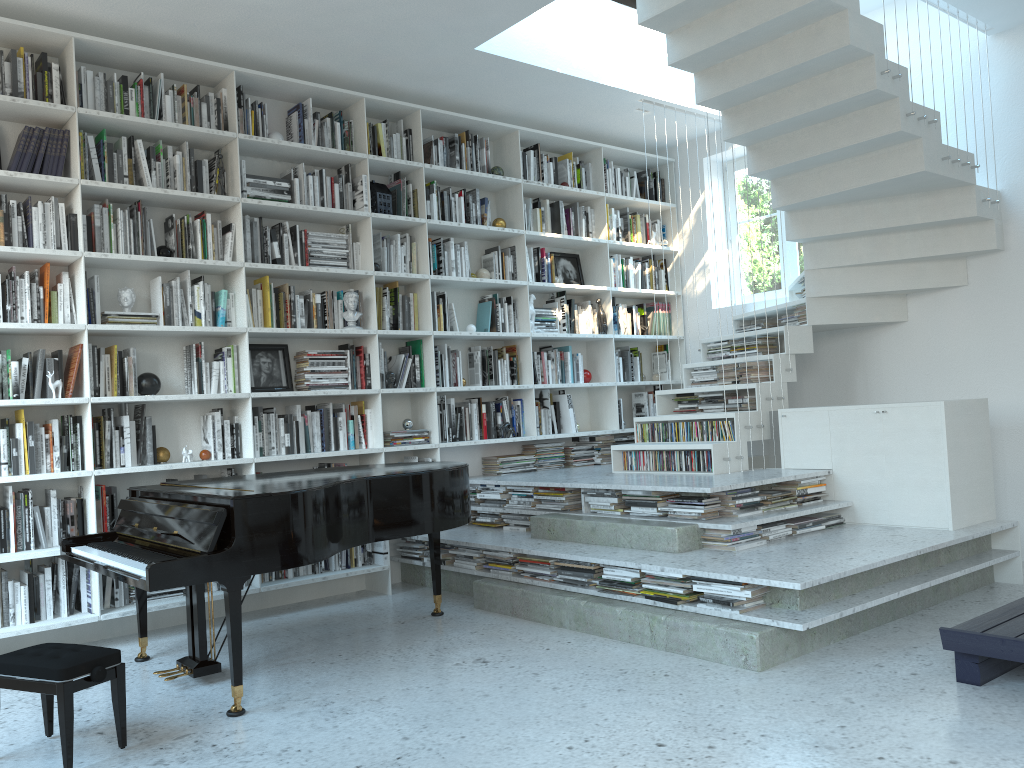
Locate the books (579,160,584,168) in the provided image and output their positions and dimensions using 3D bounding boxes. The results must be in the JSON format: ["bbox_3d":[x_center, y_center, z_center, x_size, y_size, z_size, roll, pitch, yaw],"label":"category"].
[{"bbox_3d":[0.517,-1.604,6.990,0.025,0.279,0.136,-2,-2,-39],"label":"books"}]

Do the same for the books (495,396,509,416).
[{"bbox_3d":[-0.065,0.239,6.379,0.013,0.294,0.134,-2,-2,-39],"label":"books"}]

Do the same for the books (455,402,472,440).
[{"bbox_3d":[-0.337,0.259,6.154,0.014,0.268,0.171,-2,-2,-39],"label":"books"}]

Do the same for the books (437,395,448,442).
[{"bbox_3d":[-0.496,0.239,6.002,0.010,0.316,0.187,-2,-2,-39],"label":"books"}]

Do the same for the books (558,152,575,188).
[{"bbox_3d":[0.421,-1.623,6.892,0.007,0.320,0.165,-2,-2,-39],"label":"books"}]

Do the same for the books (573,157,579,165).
[{"bbox_3d":[0.480,-1.613,6.955,0.020,0.299,0.131,-2,-2,-39],"label":"books"}]

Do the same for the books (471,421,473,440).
[{"bbox_3d":[-0.329,0.283,6.166,0.012,0.221,0.153,-2,-2,-39],"label":"books"}]

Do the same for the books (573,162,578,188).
[{"bbox_3d":[0.443,-1.588,6.906,0.031,0.248,0.164,-2,-2,-39],"label":"books"}]

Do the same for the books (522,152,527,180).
[{"bbox_3d":[0.041,-1.573,6.571,0.026,0.241,0.184,-2,-2,-39],"label":"books"}]

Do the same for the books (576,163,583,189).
[{"bbox_3d":[0.480,-1.582,6.927,0.018,0.235,0.186,-2,-2,-39],"label":"books"}]

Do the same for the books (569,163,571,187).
[{"bbox_3d":[0.390,-1.572,6.856,0.008,0.220,0.182,-2,-2,-39],"label":"books"}]

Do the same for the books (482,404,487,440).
[{"bbox_3d":[-0.245,0.268,6.214,0.031,0.244,0.184,-2,-2,-39],"label":"books"}]

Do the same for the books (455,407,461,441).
[{"bbox_3d":[-0.414,0.280,6.085,0.065,0.231,0.162,-2,-2,-39],"label":"books"}]

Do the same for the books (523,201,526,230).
[{"bbox_3d":[0.047,-1.212,6.570,0.012,0.254,0.161,-2,-2,-39],"label":"books"}]

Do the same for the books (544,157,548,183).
[{"bbox_3d":[0.202,-1.575,6.708,0.022,0.236,0.172,-2,-2,-39],"label":"books"}]

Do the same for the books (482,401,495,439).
[{"bbox_3d":[-0.192,0.258,6.264,0.026,0.262,0.173,-2,-2,-39],"label":"books"}]

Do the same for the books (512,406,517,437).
[{"bbox_3d":[-0.030,0.274,6.391,0.013,0.220,0.168,-2,-2,-39],"label":"books"}]

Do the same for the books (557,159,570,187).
[{"bbox_3d":[0.380,-1.590,6.846,0.019,0.256,0.169,-2,-2,-39],"label":"books"}]

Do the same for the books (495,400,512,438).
[{"bbox_3d":[-0.091,0.253,6.345,0.070,0.266,0.186,-2,-2,-39],"label":"books"}]

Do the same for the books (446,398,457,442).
[{"bbox_3d":[-0.451,0.248,6.037,0.030,0.294,0.188,-2,-2,-39],"label":"books"}]

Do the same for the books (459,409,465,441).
[{"bbox_3d":[-0.384,0.286,6.110,0.011,0.217,0.175,-2,-2,-39],"label":"books"}]

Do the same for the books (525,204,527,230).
[{"bbox_3d":[0.058,-1.204,6.576,0.013,0.236,0.142,-2,-2,-39],"label":"books"}]

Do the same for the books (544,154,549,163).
[{"bbox_3d":[0.236,-1.596,6.764,0.012,0.279,0.153,-2,-2,-39],"label":"books"}]

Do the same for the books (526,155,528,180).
[{"bbox_3d":[0.056,-1.568,6.593,0.024,0.231,0.168,-2,-2,-39],"label":"books"}]

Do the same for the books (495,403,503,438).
[{"bbox_3d":[-0.123,0.263,6.325,0.012,0.249,0.164,-2,-2,-39],"label":"books"}]

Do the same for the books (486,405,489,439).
[{"bbox_3d":[-0.219,0.269,6.262,0.021,0.242,0.131,-2,-2,-39],"label":"books"}]

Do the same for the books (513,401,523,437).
[{"bbox_3d":[0.012,0.254,6.428,0.026,0.258,0.157,-2,-2,-39],"label":"books"}]

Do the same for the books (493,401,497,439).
[{"bbox_3d":[-0.176,0.257,6.286,0.026,0.263,0.169,-2,-2,-39],"label":"books"}]

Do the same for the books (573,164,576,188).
[{"bbox_3d":[0.434,-1.576,6.889,0.007,0.226,0.170,-2,-2,-39],"label":"books"}]

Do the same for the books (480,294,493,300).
[{"bbox_3d":[-0.172,-0.489,6.357,0.016,0.290,0.135,-2,-2,-39],"label":"books"}]

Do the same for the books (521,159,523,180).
[{"bbox_3d":[0.008,-1.543,6.534,0.022,0.182,0.190,-2,-2,-39],"label":"books"}]

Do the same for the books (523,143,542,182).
[{"bbox_3d":[0.155,-1.622,6.666,0.014,0.332,0.180,-2,-2,-39],"label":"books"}]

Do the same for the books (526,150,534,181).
[{"bbox_3d":[0.103,-1.593,6.634,0.048,0.278,0.150,-2,-2,-39],"label":"books"}]

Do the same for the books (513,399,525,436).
[{"bbox_3d":[0.031,0.246,6.444,0.025,0.272,0.171,-2,-2,-39],"label":"books"}]

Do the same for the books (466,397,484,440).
[{"bbox_3d":[-0.262,0.244,6.199,0.012,0.293,0.175,-2,-2,-39],"label":"books"}]

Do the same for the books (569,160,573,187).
[{"bbox_3d":[0.401,-1.588,6.874,0.016,0.252,0.189,-2,-2,-39],"label":"books"}]

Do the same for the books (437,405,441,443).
[{"bbox_3d":[-0.533,0.272,5.994,0.012,0.254,0.161,-2,-2,-39],"label":"books"}]

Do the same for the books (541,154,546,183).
[{"bbox_3d":[0.189,-1.588,6.696,0.014,0.262,0.168,-2,-2,-39],"label":"books"}]

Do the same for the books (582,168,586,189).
[{"bbox_3d":[0.509,-1.570,6.958,0.029,0.210,0.169,-2,-2,-39],"label":"books"}]

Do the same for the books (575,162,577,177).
[{"bbox_3d":[0.452,-1.591,6.933,0.017,0.257,0.146,-2,-2,-39],"label":"books"}]

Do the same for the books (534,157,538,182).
[{"bbox_3d":[0.134,-1.570,6.659,0.030,0.231,0.148,-2,-2,-39],"label":"books"}]

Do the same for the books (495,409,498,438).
[{"bbox_3d":[-0.157,0.283,6.301,0.022,0.211,0.135,-2,-2,-39],"label":"books"}]

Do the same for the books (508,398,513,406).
[{"bbox_3d":[-0.038,0.245,6.419,0.012,0.282,0.143,-2,-2,-39],"label":"books"}]

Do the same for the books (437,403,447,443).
[{"bbox_3d":[-0.507,0.266,5.990,0.023,0.262,0.186,-2,-2,-39],"label":"books"}]

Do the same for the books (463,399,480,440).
[{"bbox_3d":[-0.285,0.250,6.208,0.012,0.285,0.159,-2,-2,-39],"label":"books"}]

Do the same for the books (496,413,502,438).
[{"bbox_3d":[-0.134,0.297,6.311,0.025,0.181,0.169,-2,-2,-39],"label":"books"}]

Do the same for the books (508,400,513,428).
[{"bbox_3d":[-0.052,0.253,6.390,0.021,0.264,0.150,-2,-2,-39],"label":"books"}]

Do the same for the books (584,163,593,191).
[{"bbox_3d":[0.572,-1.599,7.013,0.026,0.263,0.163,-2,-2,-39],"label":"books"}]

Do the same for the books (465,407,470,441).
[{"bbox_3d":[-0.353,0.280,6.144,0.024,0.228,0.159,-2,-2,-39],"label":"books"}]

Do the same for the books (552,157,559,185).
[{"bbox_3d":[0.286,-1.588,6.784,0.030,0.257,0.165,-2,-2,-39],"label":"books"}]

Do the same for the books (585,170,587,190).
[{"bbox_3d":[0.537,-1.571,7.011,0.031,0.211,0.131,-2,-2,-39],"label":"books"}]

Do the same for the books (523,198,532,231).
[{"bbox_3d":[0.082,-1.227,6.597,0.051,0.282,0.167,-2,-2,-39],"label":"books"}]

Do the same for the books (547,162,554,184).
[{"bbox_3d":[0.241,-1.559,6.731,0.024,0.202,0.190,-2,-2,-39],"label":"books"}]

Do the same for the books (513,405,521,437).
[{"bbox_3d":[-0.002,0.269,6.406,0.025,0.228,0.176,-2,-2,-39],"label":"books"}]

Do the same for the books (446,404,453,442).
[{"bbox_3d":[-0.471,0.268,6.021,0.023,0.256,0.178,-2,-2,-39],"label":"books"}]

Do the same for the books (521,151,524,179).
[{"bbox_3d":[0.018,-1.577,6.559,0.025,0.250,0.178,-2,-2,-39],"label":"books"}]

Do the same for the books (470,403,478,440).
[{"bbox_3d":[-0.306,0.266,6.166,0.025,0.252,0.181,-2,-2,-39],"label":"books"}]

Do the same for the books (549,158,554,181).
[{"bbox_3d":[0.262,-1.585,6.780,0.012,0.254,0.161,-2,-2,-39],"label":"books"}]

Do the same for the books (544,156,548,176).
[{"bbox_3d":[0.213,-1.584,6.728,0.021,0.254,0.151,-2,-2,-39],"label":"books"}]

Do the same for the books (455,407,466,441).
[{"bbox_3d":[-0.376,0.277,6.130,0.029,0.234,0.142,-2,-2,-39],"label":"books"}]
